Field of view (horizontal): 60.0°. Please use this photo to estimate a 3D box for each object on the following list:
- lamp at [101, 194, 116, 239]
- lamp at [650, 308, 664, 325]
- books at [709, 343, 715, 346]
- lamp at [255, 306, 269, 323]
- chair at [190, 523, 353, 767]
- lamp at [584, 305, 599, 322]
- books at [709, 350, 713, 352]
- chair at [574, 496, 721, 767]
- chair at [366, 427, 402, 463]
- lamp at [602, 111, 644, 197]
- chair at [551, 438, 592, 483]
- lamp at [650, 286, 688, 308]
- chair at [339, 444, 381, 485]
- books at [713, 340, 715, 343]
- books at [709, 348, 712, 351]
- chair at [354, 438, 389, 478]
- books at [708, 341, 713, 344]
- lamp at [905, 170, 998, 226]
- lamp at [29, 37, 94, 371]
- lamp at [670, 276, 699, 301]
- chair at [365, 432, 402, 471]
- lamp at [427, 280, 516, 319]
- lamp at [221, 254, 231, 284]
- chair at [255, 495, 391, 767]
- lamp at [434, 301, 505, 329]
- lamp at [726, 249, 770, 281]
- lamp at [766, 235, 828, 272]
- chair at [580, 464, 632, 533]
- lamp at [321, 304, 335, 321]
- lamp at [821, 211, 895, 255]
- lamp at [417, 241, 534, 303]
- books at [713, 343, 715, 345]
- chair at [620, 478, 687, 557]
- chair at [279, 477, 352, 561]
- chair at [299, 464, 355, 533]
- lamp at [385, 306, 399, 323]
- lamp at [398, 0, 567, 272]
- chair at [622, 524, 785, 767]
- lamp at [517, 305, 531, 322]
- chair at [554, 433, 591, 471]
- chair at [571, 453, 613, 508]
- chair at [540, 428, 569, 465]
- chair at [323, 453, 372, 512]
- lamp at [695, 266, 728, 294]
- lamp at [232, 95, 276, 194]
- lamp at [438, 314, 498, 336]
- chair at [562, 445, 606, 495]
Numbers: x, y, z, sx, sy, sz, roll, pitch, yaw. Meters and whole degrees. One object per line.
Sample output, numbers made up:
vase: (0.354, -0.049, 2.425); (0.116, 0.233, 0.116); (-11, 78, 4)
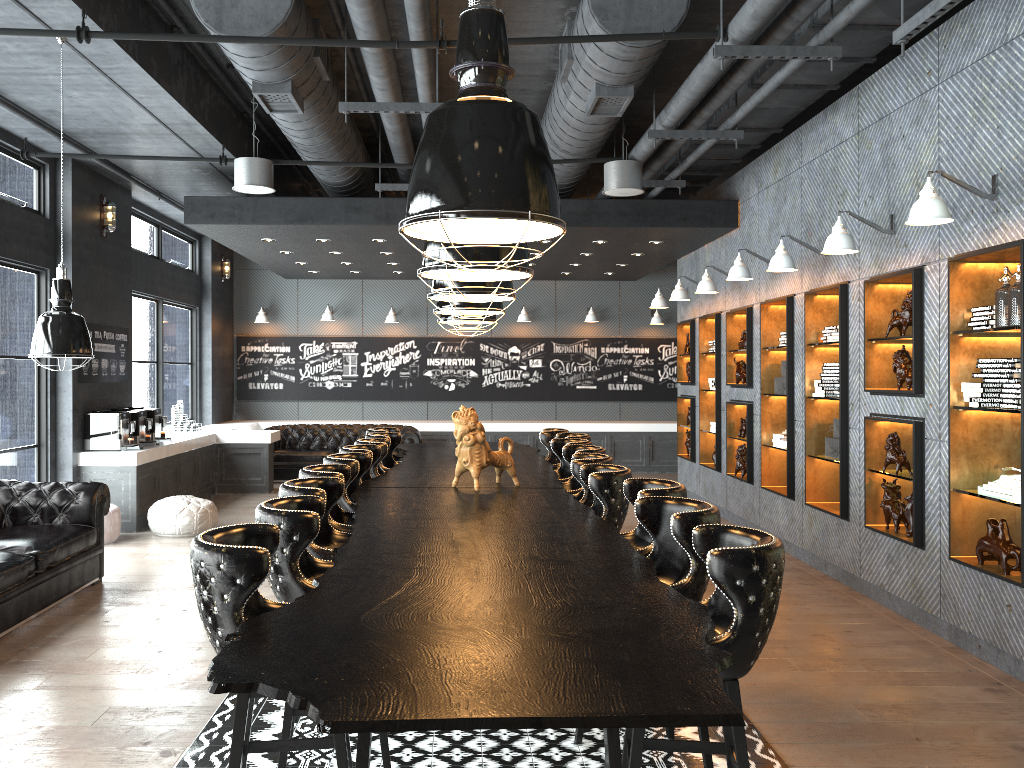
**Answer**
lamp: (-4.035, -1.791, 9.586); (0.140, 0.480, 0.145); (0, 0, -2)
lamp: (3.108, -1.151, 15.357); (0.241, 0.287, 0.494); (0, 0, 14)
books: (2.909, -0.469, 10.747); (0.193, 0.028, 0.246); (0, 1, 3)
lamp: (-3.609, -1.130, 14.961); (0.241, 0.287, 0.494); (0, 0, 14)
chair: (-0.696, 1.069, 3.022); (0.572, 1.092, 0.500); (0, 0, -10)
lamp: (1.988, -1.183, 15.291); (0.241, 0.287, 0.494); (0, 0, 14)
books: (2.909, -0.384, 10.747); (0.193, 0.028, 0.246); (0, 1, 2)
chair: (0.735, 1.058, 3.798); (0.572, 1.092, 0.500); (0, 0, -10)
chair: (-0.820, 1.015, 8.736); (0.565, 1.092, 0.506); (0, 0, 7)
lamp: (1.341, -2.247, 8.105); (0.374, 1.045, 0.387); (0, 0, 24)
chair: (0.665, 1.024, 7.385); (0.572, 1.092, 0.500); (0, 0, -12)
lamp: (2.506, -1.129, 11.654); (0.485, 0.287, 0.246); (0, 0, 13)
chair: (-0.750, 1.036, 6.596); (0.568, 1.092, 0.504); (0, 0, 0)
books: (2.917, -0.495, 10.459); (0.197, 0.028, 0.241); (0, 1, -30)
books: (2.899, -0.413, 10.767); (0.192, 0.028, 0.247); (0, 1, 10)
chair: (-0.734, 1.029, 7.300); (0.570, 1.092, 0.502); (0, 0, -6)
books: (2.909, -0.497, 10.746); (0.194, 0.028, 0.244); (0, 1, -5)
lamp: (2.637, -1.049, 4.990); (0.485, 0.287, 0.246); (0, 0, 13)
lamp: (-2.694, -1.134, 5.643); (0.383, 2.161, 0.398); (0, 0, 43)
lamp: (2.528, -1.130, 10.572); (0.485, 0.287, 0.246); (0, 0, 13)
chair: (-0.737, 1.022, 8.015); (0.565, 1.092, 0.506); (0, 0, 7)
lamp: (-0.031, -1.596, 6.198); (0.609, 2.303, 0.633); (0, 0, 43)
lamp: (-4.132, -1.837, 14.468); (0.140, 0.480, 0.145); (0, 0, -2)
chair: (-0.661, 1.062, 3.755); (0.571, 1.092, 0.501); (0, 0, -8)
lamp: (-0.059, -1.610, 7.655); (0.609, 2.303, 0.633); (0, 0, 43)
lamp: (2.572, -1.116, 8.326); (0.485, 0.287, 0.246); (0, 0, 13)
lamp: (2.593, -1.062, 7.237); (0.485, 0.287, 0.246); (0, 0, 13)
chair: (0.622, 1.044, 5.237); (0.568, 1.092, 0.504); (0, 0, -1)
lamp: (-2.490, -1.169, 15.027); (0.241, 0.287, 0.494); (0, 0, 14)
lamp: (2.615, -1.050, 6.150); (0.485, 0.287, 0.246); (0, 0, 13)
lamp: (-0.002, -1.582, 4.740); (0.609, 2.303, 0.633); (0, 0, 43)
books: (2.917, -0.466, 10.460); (0.196, 0.028, 0.242); (0, 1, -22)
chair: (0.767, 1.051, 4.515); (0.568, 1.092, 0.504); (0, 0, -1)
chair: (-0.718, 1.056, 4.455); (0.567, 1.092, 0.504); (0, 0, 1)
chair: (-0.757, 1.049, 5.139); (0.570, 1.092, 0.502); (0, 0, -5)
lamp: (-1.411, -1.144, 15.091); (0.241, 0.287, 0.494); (0, 0, 14)
lamp: (0.027, -1.569, 3.283); (0.609, 2.303, 0.633); (0, 0, 43)
chair: (0.756, 1.064, 3.080); (0.565, 1.092, 0.506); (0, 0, 7)
lamp: (0.834, -1.179, 15.223); (0.241, 0.287, 0.494); (0, 0, 14)
chair: (0.745, 1.017, 8.074); (0.570, 1.092, 0.502); (0, 0, -6)
chair: (0.628, 1.037, 5.999); (0.566, 1.092, 0.506); (0, 0, 6)
chair: (0.627, 1.010, 8.811); (0.565, 1.092, 0.506); (0, 0, 6)
chair: (-0.747, 1.042, 5.886); (0.567, 1.092, 0.505); (0, 0, 2)
lamp: (2.550, -1.102, 9.421); (0.485, 0.287, 0.246); (0, 0, 13)
lamp: (-2.003, -2.234, 7.908); (0.388, 1.045, 0.373); (0, 0, -34)
lamp: (-0.088, -1.624, 9.113); (0.609, 2.303, 0.633); (0, 0, 43)
chair: (0.679, 1.030, 6.681); (0.571, 1.092, 0.501); (0, 0, -8)
